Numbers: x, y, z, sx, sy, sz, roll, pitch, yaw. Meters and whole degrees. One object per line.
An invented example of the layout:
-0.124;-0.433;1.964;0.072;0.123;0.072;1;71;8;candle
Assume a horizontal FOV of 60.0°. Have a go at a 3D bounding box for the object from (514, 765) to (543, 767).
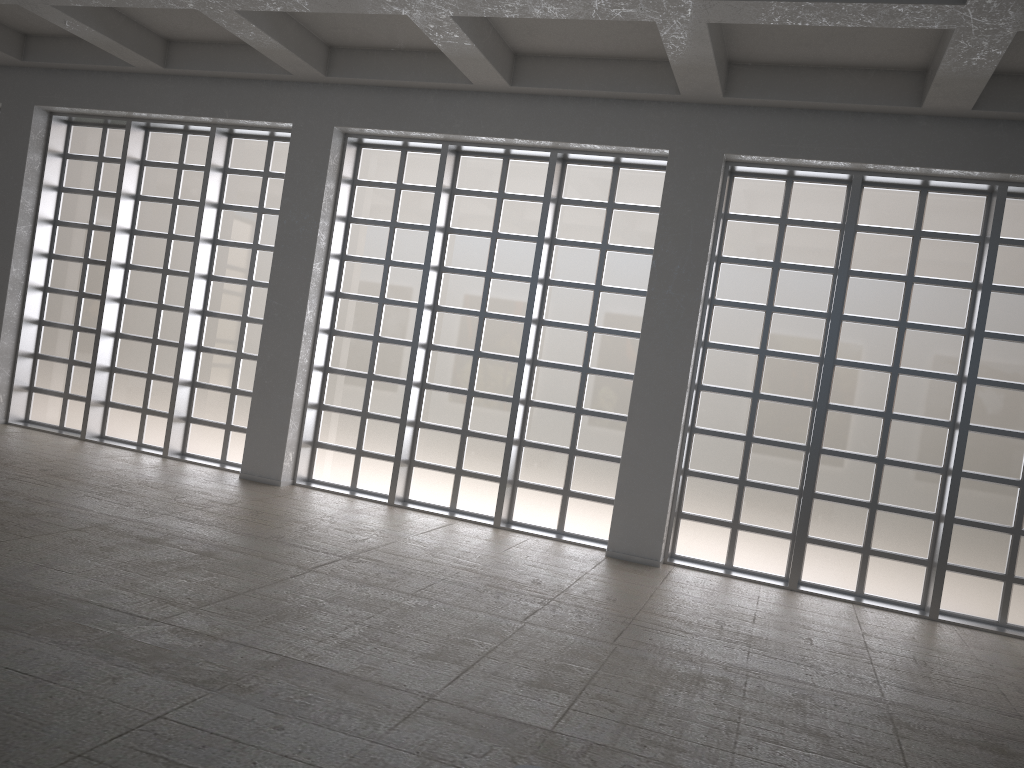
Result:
1.188;2.926;4.536;3.044;0.828;1.616;9;1;18;object
